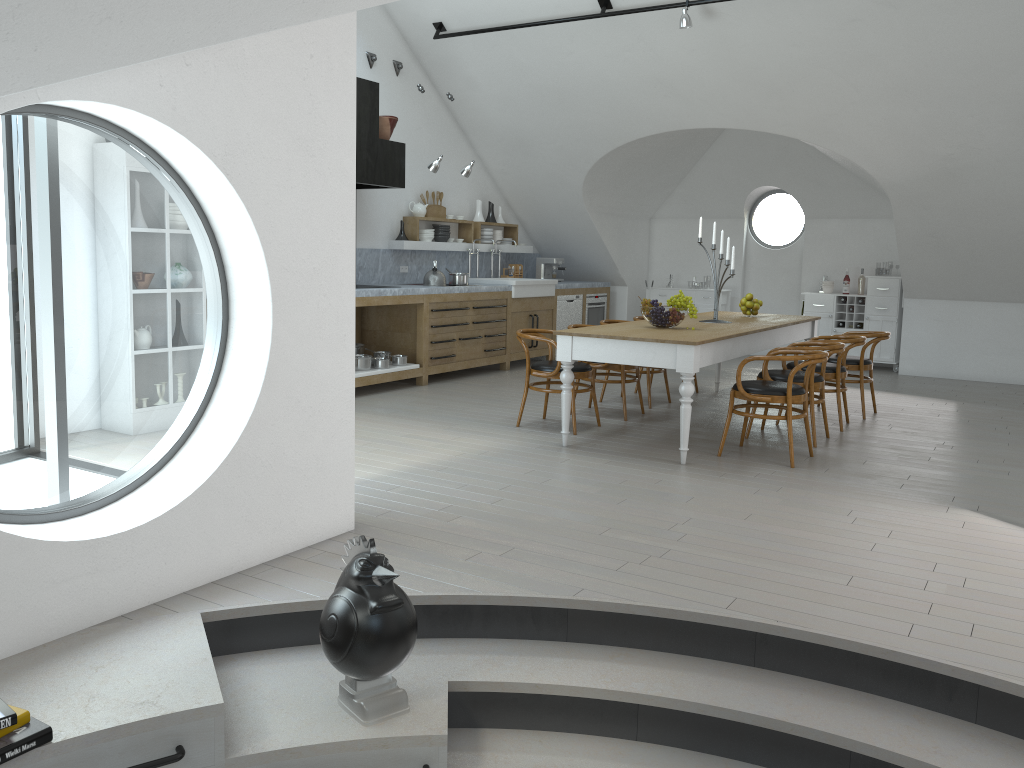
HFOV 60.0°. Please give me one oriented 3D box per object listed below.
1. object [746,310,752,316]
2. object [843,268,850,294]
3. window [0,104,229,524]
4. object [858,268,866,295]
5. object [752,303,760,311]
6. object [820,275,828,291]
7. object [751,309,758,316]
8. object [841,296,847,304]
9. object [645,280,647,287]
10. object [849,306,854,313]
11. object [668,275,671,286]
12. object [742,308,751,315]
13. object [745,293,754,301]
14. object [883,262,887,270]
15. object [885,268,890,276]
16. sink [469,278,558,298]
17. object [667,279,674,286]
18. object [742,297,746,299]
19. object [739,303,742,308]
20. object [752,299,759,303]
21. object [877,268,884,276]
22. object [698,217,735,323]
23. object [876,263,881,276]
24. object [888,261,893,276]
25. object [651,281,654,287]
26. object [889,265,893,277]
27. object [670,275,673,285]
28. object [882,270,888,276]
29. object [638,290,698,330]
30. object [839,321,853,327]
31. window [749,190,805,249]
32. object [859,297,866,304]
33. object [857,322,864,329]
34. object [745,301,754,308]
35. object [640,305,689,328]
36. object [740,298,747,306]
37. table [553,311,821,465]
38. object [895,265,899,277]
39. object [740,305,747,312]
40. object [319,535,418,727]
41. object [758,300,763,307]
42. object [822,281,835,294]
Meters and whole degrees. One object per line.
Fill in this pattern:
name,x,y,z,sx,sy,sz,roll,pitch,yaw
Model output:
object,2.133,-0.640,7.980,0.050,0.050,0.051,7,9,35
object,4.230,-1.298,11.203,0.081,0.328,0.081,5,8,27
window,-1.631,-0.242,3.171,0.104,1.465,1.474,5,8,31
object,4.381,-1.281,11.104,0.085,0.330,0.085,0,7,-9
object,2.188,-0.691,7.951,0.071,0.072,0.071,1,7,-4
object,4.064,-1.311,11.540,0.115,0.208,0.065,6,8,33
object,2.195,-0.651,8.013,0.063,0.063,0.064,8,10,42
object,4.215,-1.063,11.197,0.093,0.094,0.360,6,9,32
object,1.890,-1.310,12.339,0.088,0.268,0.029,2,7,5
object,4.302,-0.944,11.163,0.085,0.085,0.331,6,9,31
object,2.209,-1.452,12.421,0.039,0.174,0.054,5,8,31
object,2.129,-0.664,8.045,0.080,0.073,0.078,0,8,-13
object,2.143,-0.784,7.995,0.072,0.074,0.072,6,9,31
object,4.645,-1.432,11.055,0.054,0.178,0.054,5,7,25
object,4.655,-1.382,10.992,0.071,0.098,0.071,7,9,39
sink,-0.008,-1.151,10.578,0.728,0.201,1.023,6,10,31
object,2.220,-1.436,12.419,0.097,0.136,0.029,6,8,35
object,2.124,-0.764,8.077,0.062,0.059,0.062,6,9,32
object,2.096,-0.718,8.061,0.062,0.059,0.062,7,9,35
object,2.191,-0.741,7.979,0.053,0.057,0.058,-6,10,-44
object,4.522,-1.374,10.887,0.082,0.105,0.082,-1,8,-20
object,1.677,-0.945,7.251,0.265,0.872,0.777,2,7,5
object,4.531,-1.417,10.964,0.048,0.169,0.048,-2,7,-26
object,4.707,-1.432,11.039,0.063,0.186,0.063,4,7,18
object,1.937,-1.305,12.310,0.029,0.268,0.088,-3,8,-32
object,4.658,-1.392,10.892,0.046,0.142,0.046,8,9,42
object,2.228,-1.445,12.392,0.039,0.164,0.024,8,9,44
object,4.590,-1.370,10.941,0.077,0.085,0.077,7,9,39
object,1.131,-0.547,6.459,0.393,0.283,0.293,1,7,-4
object,4.235,-0.758,11.220,0.156,0.085,0.332,6,10,32
window,3.630,-2.237,12.067,0.901,0.897,0.060,6,8,31
object,4.388,-1.038,11.083,0.088,0.084,0.361,6,9,31
object,4.379,-0.738,11.124,0.081,0.080,0.359,6,9,29
object,2.128,-0.711,7.938,0.071,0.063,0.072,5,8,25
object,1.115,-0.488,6.491,0.360,0.159,0.361,3,8,12
object,2.092,-0.738,7.999,0.066,0.071,0.073,2,7,1
table,1.577,-0.100,7.199,1.020,0.796,3.357,6,9,31
object,4.731,-1.390,10.885,0.046,0.142,0.046,8,9,42
object,2.088,-0.680,7.981,0.060,0.055,0.059,5,8,26
object,-0.466,0.772,2.886,0.320,0.560,0.322,2,7,4
object,2.237,-0.728,8.013,0.063,0.063,0.062,1,7,-6
object,4.030,-1.232,11.304,0.158,0.159,0.154,-3,9,-30
